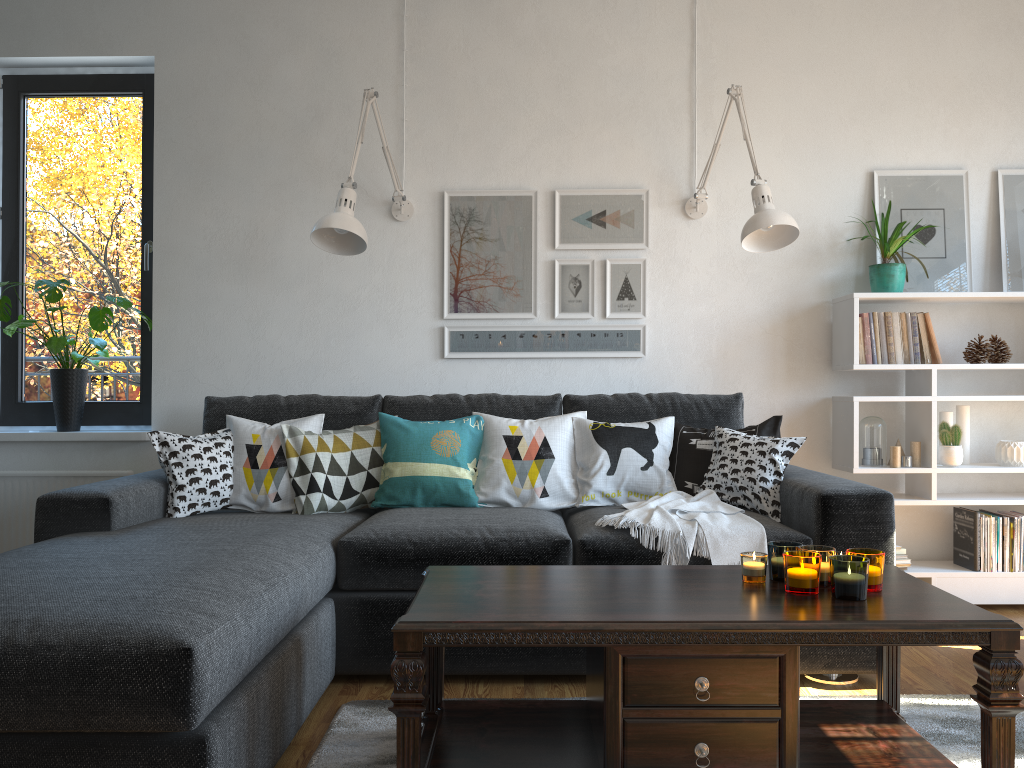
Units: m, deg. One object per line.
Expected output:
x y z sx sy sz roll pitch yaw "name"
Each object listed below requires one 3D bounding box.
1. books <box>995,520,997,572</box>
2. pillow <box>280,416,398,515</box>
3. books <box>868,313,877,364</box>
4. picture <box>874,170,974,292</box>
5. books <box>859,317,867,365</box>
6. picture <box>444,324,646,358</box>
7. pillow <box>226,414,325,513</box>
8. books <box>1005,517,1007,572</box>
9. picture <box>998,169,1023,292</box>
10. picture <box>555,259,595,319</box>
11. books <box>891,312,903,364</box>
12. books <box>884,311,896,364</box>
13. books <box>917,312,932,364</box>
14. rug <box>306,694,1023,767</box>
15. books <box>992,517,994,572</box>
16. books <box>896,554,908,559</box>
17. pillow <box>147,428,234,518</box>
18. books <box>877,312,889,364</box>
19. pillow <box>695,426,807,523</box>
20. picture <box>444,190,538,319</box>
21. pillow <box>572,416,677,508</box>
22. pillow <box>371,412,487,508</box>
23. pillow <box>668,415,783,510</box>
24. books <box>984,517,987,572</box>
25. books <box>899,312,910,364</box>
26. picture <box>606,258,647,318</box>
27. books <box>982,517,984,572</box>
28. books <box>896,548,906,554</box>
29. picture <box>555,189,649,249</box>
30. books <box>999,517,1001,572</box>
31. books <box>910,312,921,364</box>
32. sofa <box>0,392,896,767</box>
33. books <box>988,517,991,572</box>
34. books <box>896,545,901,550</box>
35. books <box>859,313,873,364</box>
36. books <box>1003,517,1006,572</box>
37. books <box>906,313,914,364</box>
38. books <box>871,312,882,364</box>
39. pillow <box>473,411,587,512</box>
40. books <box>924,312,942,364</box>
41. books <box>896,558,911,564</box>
1.867 0.686 3.502 0.006 0.197 0.170 0 0 0 "books"
-0.611 0.332 3.210 0.454 0.363 0.242 1 -1 -33 "pillow"
1.409 -0.118 3.525 0.033 0.210 0.136 0 0 1 "books"
1.683 -0.557 3.642 0.390 0.532 0.059 0 0 1 "picture"
1.359 -0.111 3.519 0.047 0.191 0.124 0 0 0 "books"
0.136 -0.131 3.685 0.837 0.136 0.021 0 0 1 "picture"
-0.847 0.309 3.140 0.360 0.344 0.173 0 0 0 "pillow"
1.907 0.680 3.501 0.006 0.209 0.170 0 0 0 "books"
2.193 -0.554 3.636 0.390 0.532 0.059 0 0 1 "picture"
0.257 -0.348 3.682 0.166 0.248 0.021 0 0 1 "picture"
1.503 -0.119 3.525 0.048 0.208 0.135 0 0 1 "books"
1.474 -0.120 3.520 0.044 0.210 0.133 0 0 1 "books"
1.612 -0.119 3.525 0.061 0.211 0.128 0 0 2 "books"
0.456 0.883 1.917 1.813 0.034 1.052 0 -1 0 "rug"
1.857 0.681 3.503 0.006 0.211 0.174 0 0 0 "books"
1.466 0.733 3.539 0.140 0.012 0.184 1 -1 -10 "books"
-1.067 0.334 3.052 0.160 0.320 0.334 0 -1 36 "pillow"
1.448 -0.119 3.524 0.044 0.209 0.136 0 0 1 "books"
0.813 0.348 3.025 0.358 0.312 0.169 -1 0 41 "pillow"
-0.093 -0.494 3.682 0.390 0.534 0.013 0 0 1 "picture"
0.413 0.322 3.185 0.382 0.318 0.266 0 0 1 "pillow"
-0.283 0.308 3.197 0.414 0.340 0.273 0 0 0 "pillow"
0.759 0.336 3.205 0.449 0.358 0.234 0 0 27 "pillow"
1.829 0.679 3.501 0.007 0.211 0.170 0 0 1 "books"
1.531 -0.119 3.524 0.044 0.209 0.133 0 0 0 "books"
0.470 -0.347 3.680 0.166 0.248 0.021 0 0 1 "picture"
1.820 0.679 3.505 0.005 0.211 0.174 0 0 1 "books"
1.454 0.716 3.544 0.183 0.020 0.134 0 -1 -8 "books"
0.368 -0.635 3.680 0.390 0.248 0.021 0 0 1 "picture"
1.885 0.679 3.504 0.005 0.211 0.174 0 0 1 "books"
1.575 -0.119 3.525 0.044 0.208 0.133 0 0 1 "books"
-0.137 0.480 2.555 2.508 0.847 2.164 0 -1 1 "sofa"
1.844 0.680 3.501 0.006 0.209 0.170 0 0 0 "books"
1.465 0.701 3.543 0.115 0.010 0.141 0 -1 -9 "books"
1.387 -0.119 3.524 0.043 0.205 0.129 0 0 1 "books"
1.903 0.681 3.502 0.005 0.209 0.170 0 0 0 "books"
1.553 -0.116 3.525 0.035 0.204 0.131 0 0 1 "books"
1.426 -0.120 3.523 0.035 0.209 0.129 0 0 1 "books"
0.068 0.325 3.196 0.436 0.368 0.285 0 0 1 "pillow"
1.644 -0.118 3.521 0.070 0.204 0.132 0 0 1 "books"
1.477 0.747 3.538 0.123 0.015 0.211 0 -1 -9 "books"
